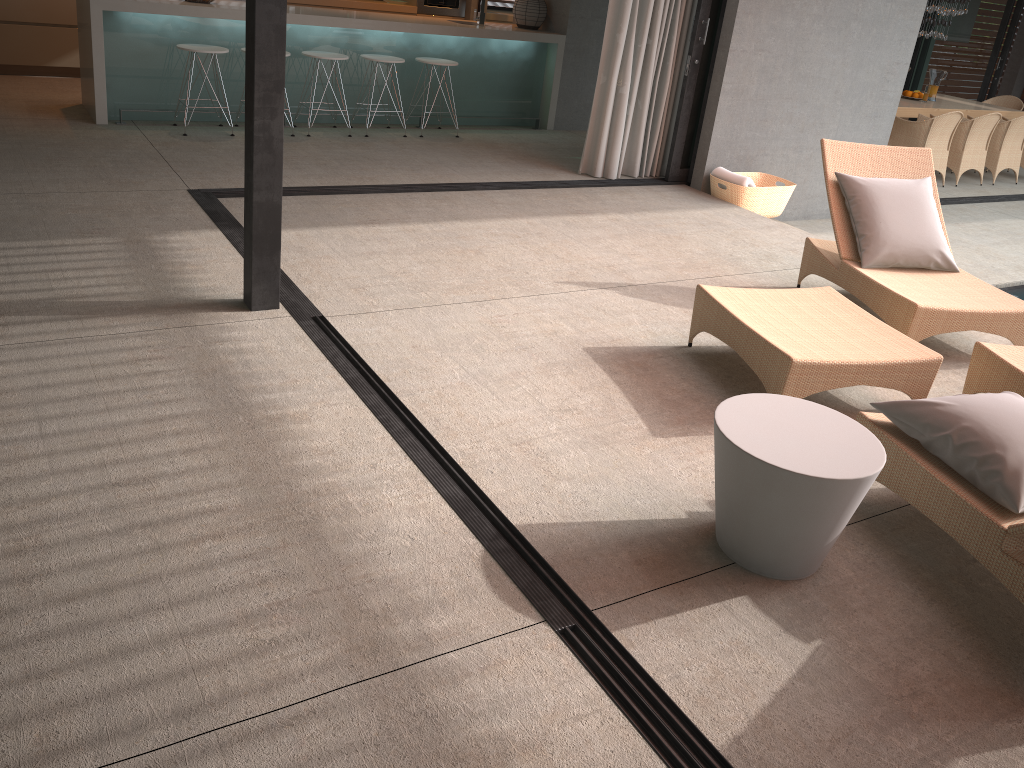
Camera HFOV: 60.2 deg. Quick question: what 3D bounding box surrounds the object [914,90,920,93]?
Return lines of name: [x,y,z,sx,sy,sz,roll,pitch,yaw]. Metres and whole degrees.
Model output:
object: [5.102,-3.680,11.147,0.071,0.046,0.073,15,26,15]

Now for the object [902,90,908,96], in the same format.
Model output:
object: [5.016,-3.695,11.252,0.087,0.084,0.089,14,25,15]

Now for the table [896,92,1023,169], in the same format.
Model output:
table: [4.966,-3.269,11.325,3.272,0.736,1.312,-9,29,-31]

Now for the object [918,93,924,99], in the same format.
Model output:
object: [5.153,-3.633,11.156,0.087,0.084,0.089,-14,32,-39]

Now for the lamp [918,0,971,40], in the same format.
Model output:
lamp: [5.248,-5.113,10.760,0.622,1.705,0.633,-7,27,-31]

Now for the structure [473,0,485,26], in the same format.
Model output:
structure: [-0.340,-3.556,8.175,0.097,0.429,0.265,-7,27,-31]

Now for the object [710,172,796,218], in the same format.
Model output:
object: [1.890,-1.485,7.041,0.683,0.292,0.457,-9,29,-31]

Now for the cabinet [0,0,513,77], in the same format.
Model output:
cabinet: [-1.718,-4.160,8.692,7.506,2.494,2.015,-9,28,-31]

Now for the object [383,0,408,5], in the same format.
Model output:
object: [-1.288,-4.204,9.723,0.312,0.033,0.316,19,28,22]

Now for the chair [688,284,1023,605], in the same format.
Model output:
chair: [1.481,-0.035,2.992,0.700,0.803,2.364,0,26,-17]

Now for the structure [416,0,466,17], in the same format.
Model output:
structure: [-0.864,-4.461,9.899,0.599,0.563,0.510,-8,28,-31]

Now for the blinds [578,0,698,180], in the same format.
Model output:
blinds: [1.106,-2.997,6.621,0.890,2.850,0.235,-9,28,-35]

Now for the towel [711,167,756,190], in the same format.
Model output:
towel: [1.771,-1.513,6.939,0.310,0.303,0.378,-7,28,-30]

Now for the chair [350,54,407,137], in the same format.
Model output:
chair: [-1.113,-2.438,7.468,0.384,0.606,0.391,-7,27,-31]

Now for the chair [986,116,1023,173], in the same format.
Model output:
chair: [6.475,-2.992,11.037,0.620,0.838,0.646,-7,28,-31]

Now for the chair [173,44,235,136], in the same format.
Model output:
chair: [-2.348,-2.237,6.720,0.384,0.606,0.391,-7,27,-31]

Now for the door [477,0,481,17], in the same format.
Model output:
door: [-2.499,-1.753,4.712,5.836,4.348,15.620,20,28,25]

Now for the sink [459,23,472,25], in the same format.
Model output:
sink: [-0.416,-3.328,8.386,0.376,0.131,0.384,-9,30,-30]

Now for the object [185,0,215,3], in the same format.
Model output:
object: [-2.481,-3.058,6.971,0.317,0.080,0.323,-9,30,-30]

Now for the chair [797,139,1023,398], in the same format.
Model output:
chair: [2.208,-0.454,4.057,0.700,0.803,2.365,2,26,-13]

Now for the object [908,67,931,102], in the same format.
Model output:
object: [4.924,-3.765,11.057,0.540,0.375,0.335,0,25,-16]

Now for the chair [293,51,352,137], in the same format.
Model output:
chair: [-1.536,-2.369,7.210,0.384,0.606,0.391,-7,27,-31]

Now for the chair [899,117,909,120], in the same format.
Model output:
chair: [5.340,-3.951,12.724,0.620,0.838,0.646,-7,28,-31]

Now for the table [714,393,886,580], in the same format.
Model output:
table: [0.788,0.312,2.576,0.482,0.382,0.481,25,30,34]

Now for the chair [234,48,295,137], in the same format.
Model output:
chair: [-1.945,-2.303,6.963,0.384,0.606,0.391,-7,27,-31]

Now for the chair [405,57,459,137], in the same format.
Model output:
chair: [-0.684,-2.508,7.728,0.384,0.606,0.391,-7,27,-31]

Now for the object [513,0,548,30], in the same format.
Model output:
object: [0.174,-3.612,8.549,0.343,0.325,0.347,-13,31,-38]

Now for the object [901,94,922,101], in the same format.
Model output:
object: [5.082,-3.632,11.219,0.312,0.033,0.316,19,28,22]

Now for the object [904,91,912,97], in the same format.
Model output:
object: [5.007,-3.659,11.167,0.096,0.091,0.096,-14,32,-39]

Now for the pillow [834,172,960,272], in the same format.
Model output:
pillow: [2.054,-0.869,4.719,0.608,0.415,0.440,1,25,-14]

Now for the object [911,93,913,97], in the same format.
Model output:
object: [5.087,-3.649,11.193,0.070,0.069,0.073,10,24,5]

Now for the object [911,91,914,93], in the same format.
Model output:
object: [5.091,-3.700,11.287,0.081,0.079,0.083,-11,30,-36]

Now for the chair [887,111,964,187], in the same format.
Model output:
chair: [4.585,-2.686,9.896,0.620,0.838,0.646,-7,28,-31]

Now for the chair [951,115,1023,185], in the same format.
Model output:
chair: [5.845,-2.890,10.657,0.620,0.838,0.646,-7,28,-31]

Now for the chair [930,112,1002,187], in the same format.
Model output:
chair: [5.215,-2.788,10.277,0.620,0.838,0.646,-7,28,-31]

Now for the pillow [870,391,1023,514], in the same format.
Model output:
pillow: [1.532,0.171,2.706,0.596,0.189,0.611,-3,27,-20]

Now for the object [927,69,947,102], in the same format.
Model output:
object: [5.394,-3.817,11.290,0.196,0.375,0.195,24,28,35]

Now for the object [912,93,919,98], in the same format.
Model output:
object: [5.076,-3.623,11.122,0.081,0.079,0.083,5,24,-5]

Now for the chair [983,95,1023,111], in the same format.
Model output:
chair: [6.708,-3.621,12.405,0.633,0.838,0.633,-7,28,-31]

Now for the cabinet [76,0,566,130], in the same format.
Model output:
cabinet: [-1.497,-2.798,7.801,4.141,0.874,0.820,-9,29,-31]

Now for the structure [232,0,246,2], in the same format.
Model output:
structure: [-2.871,-3.547,8.705,0.832,0.486,0.081,-9,27,-31]
